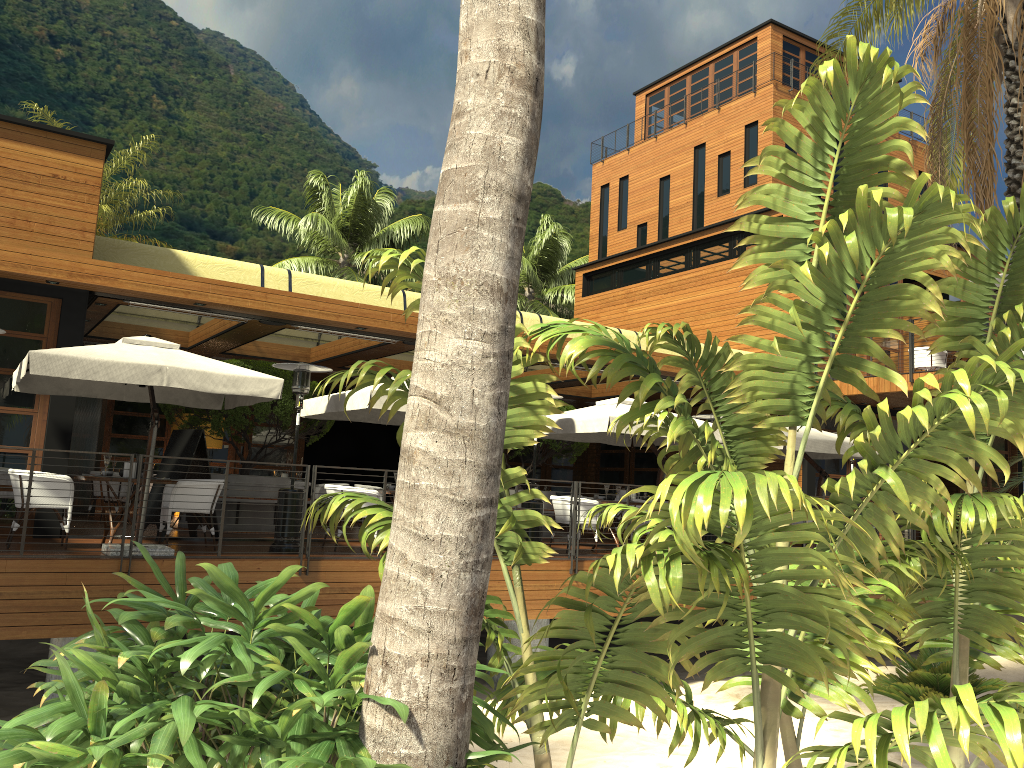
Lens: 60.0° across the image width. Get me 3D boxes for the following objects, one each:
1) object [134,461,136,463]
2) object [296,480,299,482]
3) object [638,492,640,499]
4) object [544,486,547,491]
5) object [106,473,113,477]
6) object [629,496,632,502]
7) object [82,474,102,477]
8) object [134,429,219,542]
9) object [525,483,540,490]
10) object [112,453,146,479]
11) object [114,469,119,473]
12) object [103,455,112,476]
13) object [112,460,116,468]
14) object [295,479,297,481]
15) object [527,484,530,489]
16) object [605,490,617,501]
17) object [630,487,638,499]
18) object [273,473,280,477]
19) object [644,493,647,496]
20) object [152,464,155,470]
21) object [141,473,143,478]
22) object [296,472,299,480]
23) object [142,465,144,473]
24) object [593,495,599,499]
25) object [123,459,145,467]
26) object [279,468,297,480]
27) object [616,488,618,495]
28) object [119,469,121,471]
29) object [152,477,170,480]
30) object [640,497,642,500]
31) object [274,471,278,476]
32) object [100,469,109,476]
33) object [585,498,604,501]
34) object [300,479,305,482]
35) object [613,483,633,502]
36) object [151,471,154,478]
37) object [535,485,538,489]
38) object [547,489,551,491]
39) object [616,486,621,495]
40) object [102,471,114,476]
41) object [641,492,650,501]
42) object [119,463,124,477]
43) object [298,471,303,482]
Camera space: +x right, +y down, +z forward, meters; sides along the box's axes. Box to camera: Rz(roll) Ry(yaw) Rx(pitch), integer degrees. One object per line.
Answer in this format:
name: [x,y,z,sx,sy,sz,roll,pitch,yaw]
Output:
object: [-6.261,1.404,14.743,0.082,0.227,0.082,4,-8,-8]
object: [-4.002,1.832,16.630,0.116,0.065,0.116,4,-7,-7]
object: [2.456,2.153,17.179,0.082,0.227,0.082,3,-8,3]
object: [0.752,2.389,19.920,0.082,0.227,0.082,2,-8,6]
object: [-4.318,0.979,9.502,0.080,0.042,0.080,9,-9,-40]
object: [1.740,1.717,13.209,0.086,0.086,0.086,7,-8,-27]
object: [-4.480,0.975,9.462,0.170,0.025,0.294,7,-8,-32]
object: [-4.207,1.277,11.329,0.768,1.400,0.770,-4,-10,42]
object: [0.458,2.352,19.861,0.263,0.264,0.263,1,-8,17]
object: [-4.070,0.882,9.508,0.263,0.264,0.263,1,-7,13]
object: [-6.591,1.465,14.781,0.086,0.086,0.086,9,-9,-37]
object: [-4.317,0.875,9.437,0.082,0.227,0.082,8,-9,-31]
object: [-6.673,1.396,14.858,0.082,0.227,0.082,2,-8,9]
object: [-4.150,1.853,16.958,0.086,0.086,0.086,-1,-8,26]
object: [0.363,2.393,20.126,0.082,0.227,0.082,2,-8,11]
object: [1.469,1.664,13.284,0.167,0.179,0.163,7,-8,-30]
object: [2.379,2.168,17.470,0.263,0.264,0.263,1,-8,14]
object: [-4.288,1.708,16.200,0.163,0.179,0.167,6,-8,-21]
object: [2.643,2.209,17.572,0.082,0.227,0.082,0,-8,20]
object: [-6.154,1.460,15.165,0.082,0.227,0.082,2,-8,9]
object: [-4.036,1.014,9.763,0.116,0.065,0.116,7,-8,-28]
object: [-4.076,1.769,16.847,0.082,0.227,0.082,7,-9,-27]
object: [-6.127,1.437,14.733,0.163,0.179,0.167,2,-7,6]
object: [1.256,1.690,13.200,0.086,0.086,0.086,7,-8,-27]
object: [-6.393,1.414,15.015,0.263,0.264,0.263,3,-7,3]
object: [-4.191,1.716,16.575,0.263,0.264,0.263,7,-8,-28]
object: [2.074,2.155,17.369,0.082,0.227,0.082,0,-8,20]
object: [-6.714,1.514,15.248,0.086,0.086,0.086,8,-9,-32]
object: [-3.930,1.054,9.882,0.170,0.025,0.294,7,-8,-32]
object: [2.540,2.243,17.281,0.086,0.086,0.086,6,-8,-21]
object: [-4.355,1.692,16.323,0.082,0.227,0.082,9,-10,-39]
object: [-4.445,0.970,9.673,0.086,0.086,0.086,7,-8,-27]
object: [1.220,1.694,12.989,0.170,0.025,0.294,7,-8,-32]
object: [-3.913,1.815,16.539,0.086,0.086,0.086,0,-8,21]
object: [1.630,1.601,13.035,0.263,0.264,0.263,1,-7,13]
object: [-3.960,0.997,9.682,0.086,0.086,0.086,7,-8,-27]
object: [0.544,2.334,19.552,0.082,0.227,0.082,2,-8,11]
object: [0.788,2.433,20.045,0.168,0.179,0.162,0,-8,20]
object: [1.617,1.667,13.463,0.082,0.227,0.082,8,-9,-31]
object: [-4.372,0.975,9.587,0.116,0.065,0.116,7,-8,-28]
object: [2.586,2.182,17.143,0.163,0.179,0.167,1,-8,17]
object: [-4.232,0.944,9.754,0.163,0.179,0.167,8,-9,-33]
object: [-3.935,1.729,16.448,0.082,0.227,0.082,6,-8,-22]
